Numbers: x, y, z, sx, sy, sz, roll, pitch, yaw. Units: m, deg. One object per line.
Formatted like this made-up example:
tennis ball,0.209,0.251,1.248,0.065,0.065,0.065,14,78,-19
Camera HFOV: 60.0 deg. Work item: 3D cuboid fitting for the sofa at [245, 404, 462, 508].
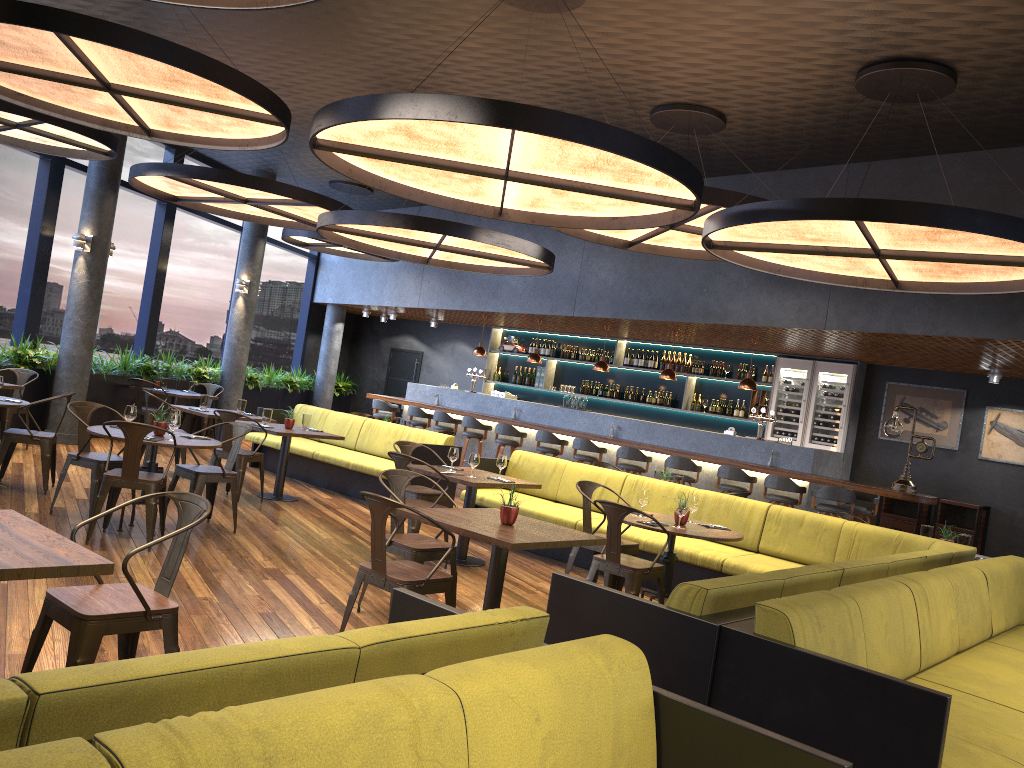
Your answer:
sofa,-2.095,0.856,11.089,3.061,0.914,0.966,9,0,41

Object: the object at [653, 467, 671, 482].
object,1.602,0.970,9.212,0.238,0.271,0.260,9,0,-28

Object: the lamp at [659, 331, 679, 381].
lamp,2.241,-0.397,12.461,0.250,0.673,0.250,9,0,-17

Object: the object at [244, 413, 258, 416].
object,-3.179,0.366,10.740,0.255,0.019,0.157,9,0,40

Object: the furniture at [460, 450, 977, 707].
furniture,1.582,1.394,5.727,7.462,0.914,4.895,9,0,36

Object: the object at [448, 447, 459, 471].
object,-0.526,0.668,7.877,0.097,0.206,0.097,9,0,32

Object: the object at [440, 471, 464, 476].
object,-0.518,0.763,7.596,0.157,0.019,0.255,9,0,41

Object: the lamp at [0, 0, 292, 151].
lamp,-3.073,-2.823,6.938,2.778,1.159,2.778,9,0,18

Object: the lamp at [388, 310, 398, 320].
lamp,-2.298,-1.336,17.175,0.228,0.172,0.228,9,0,41

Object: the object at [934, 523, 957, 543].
object,3.640,1.275,7.431,0.238,0.271,0.260,9,0,42

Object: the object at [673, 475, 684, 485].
object,1.692,1.030,9.071,0.102,0.178,0.102,9,0,26

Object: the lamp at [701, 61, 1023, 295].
lamp,3.025,-1.698,7.069,2.778,1.475,2.778,8,0,45

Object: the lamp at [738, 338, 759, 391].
lamp,3.148,-0.261,11.675,0.250,0.673,0.250,9,0,-17

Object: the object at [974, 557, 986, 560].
object,3.859,1.436,7.249,0.157,0.019,0.255,9,0,40

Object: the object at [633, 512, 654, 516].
object,0.983,0.991,6.827,0.157,0.019,0.255,9,0,-43

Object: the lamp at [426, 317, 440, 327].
lamp,-1.549,-1.217,17.592,0.228,0.172,0.228,9,0,41

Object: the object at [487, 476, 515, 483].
object,-0.111,0.826,7.688,0.255,0.019,0.157,9,0,41

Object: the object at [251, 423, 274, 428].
object,-2.660,0.438,9.416,0.255,0.019,0.157,9,0,40

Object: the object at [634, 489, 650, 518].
object,0.979,0.894,6.654,0.097,0.206,0.097,9,0,-25

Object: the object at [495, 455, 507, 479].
object,-0.097,0.735,7.863,0.097,0.206,0.097,9,0,32

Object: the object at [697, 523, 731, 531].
object,1.512,1.072,6.693,0.255,0.019,0.157,9,0,-17

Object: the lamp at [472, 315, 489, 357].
lamp,-0.496,-0.807,14.833,0.250,0.673,0.250,9,0,28

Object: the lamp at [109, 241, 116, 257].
lamp,-5.333,-1.772,11.706,0.215,0.215,0.189,9,0,16

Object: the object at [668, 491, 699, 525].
object,1.267,0.902,6.569,0.238,0.271,0.260,9,0,-28

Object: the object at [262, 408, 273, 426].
object,-2.651,0.360,9.590,0.102,0.178,0.102,9,0,-44

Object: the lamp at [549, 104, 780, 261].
lamp,1.664,-2.078,8.817,2.778,1.159,2.778,9,0,1

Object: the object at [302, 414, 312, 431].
object,-2.260,0.422,9.746,0.102,0.178,0.102,9,0,6

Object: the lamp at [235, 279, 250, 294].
lamp,-4.465,-1.620,14.593,0.215,0.215,0.189,9,0,1

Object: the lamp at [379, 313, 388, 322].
lamp,-2.683,-1.387,18.575,0.228,0.172,0.228,9,0,41

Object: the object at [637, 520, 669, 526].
object,1.021,0.994,6.353,0.157,0.019,0.255,8,0,43

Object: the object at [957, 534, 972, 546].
object,3.720,1.334,7.314,0.102,0.178,0.102,9,0,26

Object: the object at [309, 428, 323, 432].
object,-2.209,0.511,9.899,0.255,0.019,0.157,9,0,40

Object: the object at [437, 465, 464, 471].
object,-0.540,0.762,8.051,0.255,0.019,0.157,9,0,41

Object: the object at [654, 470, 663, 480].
object,1.555,1.011,9.433,0.102,0.178,0.102,9,0,-14

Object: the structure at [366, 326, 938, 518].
structure,1.862,0.581,13.488,9.298,2.700,2.700,9,0,41

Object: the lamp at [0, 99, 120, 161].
lamp,-5.148,-3.190,9.355,1.979,1.093,1.979,9,0,4

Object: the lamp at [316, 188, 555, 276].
lamp,-0.776,-2.267,10.392,2.778,1.475,2.778,9,0,5

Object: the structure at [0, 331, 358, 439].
structure,-5.753,0.046,12.501,0.808,1.413,17.112,9,0,16

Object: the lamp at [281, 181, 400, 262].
lamp,-2.773,-2.789,14.861,1.979,1.093,1.979,9,0,4

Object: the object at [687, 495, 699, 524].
object,1.380,0.957,6.786,0.097,0.206,0.097,9,0,-8

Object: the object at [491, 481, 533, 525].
object,-0.018,0.695,5.267,0.260,0.271,0.238,9,0,-14

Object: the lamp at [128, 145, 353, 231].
lamp,-3.300,-2.832,11.290,2.778,1.159,2.778,9,0,-14

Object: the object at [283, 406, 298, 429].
object,-2.403,0.352,9.653,0.238,0.271,0.260,9,0,-11

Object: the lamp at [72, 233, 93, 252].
lamp,-5.442,-1.792,11.154,0.215,0.215,0.189,9,0,8

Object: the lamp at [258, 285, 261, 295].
lamp,-4.378,-1.604,15.149,0.215,0.215,0.189,9,0,20

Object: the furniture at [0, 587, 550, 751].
furniture,-2.617,0.726,2.830,4.503,0.914,3.372,9,0,41

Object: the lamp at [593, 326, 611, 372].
lamp,1.375,-0.527,13.212,0.250,0.673,0.250,9,0,-17

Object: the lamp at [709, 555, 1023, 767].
lamp,4.919,1.001,5.809,3.017,2.714,9.057,9,0,41

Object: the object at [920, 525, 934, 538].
object,3.577,1.314,7.661,0.102,0.178,0.102,9,0,26

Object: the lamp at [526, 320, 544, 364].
lamp,0.400,-0.673,14.057,0.250,0.673,0.250,9,0,-17

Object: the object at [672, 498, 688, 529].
object,1.208,0.928,6.347,0.097,0.206,0.097,9,0,-11

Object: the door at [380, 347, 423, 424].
door,-2.386,0.281,18.913,1.012,2.056,0.137,9,0,41

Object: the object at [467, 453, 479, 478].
object,-0.332,0.697,7.596,0.097,0.206,0.097,9,0,41

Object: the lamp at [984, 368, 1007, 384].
lamp,5.936,-0.097,10.906,0.228,0.172,0.228,9,0,41

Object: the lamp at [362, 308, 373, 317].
lamp,-2.914,-1.428,17.731,0.228,0.172,0.228,9,0,41
